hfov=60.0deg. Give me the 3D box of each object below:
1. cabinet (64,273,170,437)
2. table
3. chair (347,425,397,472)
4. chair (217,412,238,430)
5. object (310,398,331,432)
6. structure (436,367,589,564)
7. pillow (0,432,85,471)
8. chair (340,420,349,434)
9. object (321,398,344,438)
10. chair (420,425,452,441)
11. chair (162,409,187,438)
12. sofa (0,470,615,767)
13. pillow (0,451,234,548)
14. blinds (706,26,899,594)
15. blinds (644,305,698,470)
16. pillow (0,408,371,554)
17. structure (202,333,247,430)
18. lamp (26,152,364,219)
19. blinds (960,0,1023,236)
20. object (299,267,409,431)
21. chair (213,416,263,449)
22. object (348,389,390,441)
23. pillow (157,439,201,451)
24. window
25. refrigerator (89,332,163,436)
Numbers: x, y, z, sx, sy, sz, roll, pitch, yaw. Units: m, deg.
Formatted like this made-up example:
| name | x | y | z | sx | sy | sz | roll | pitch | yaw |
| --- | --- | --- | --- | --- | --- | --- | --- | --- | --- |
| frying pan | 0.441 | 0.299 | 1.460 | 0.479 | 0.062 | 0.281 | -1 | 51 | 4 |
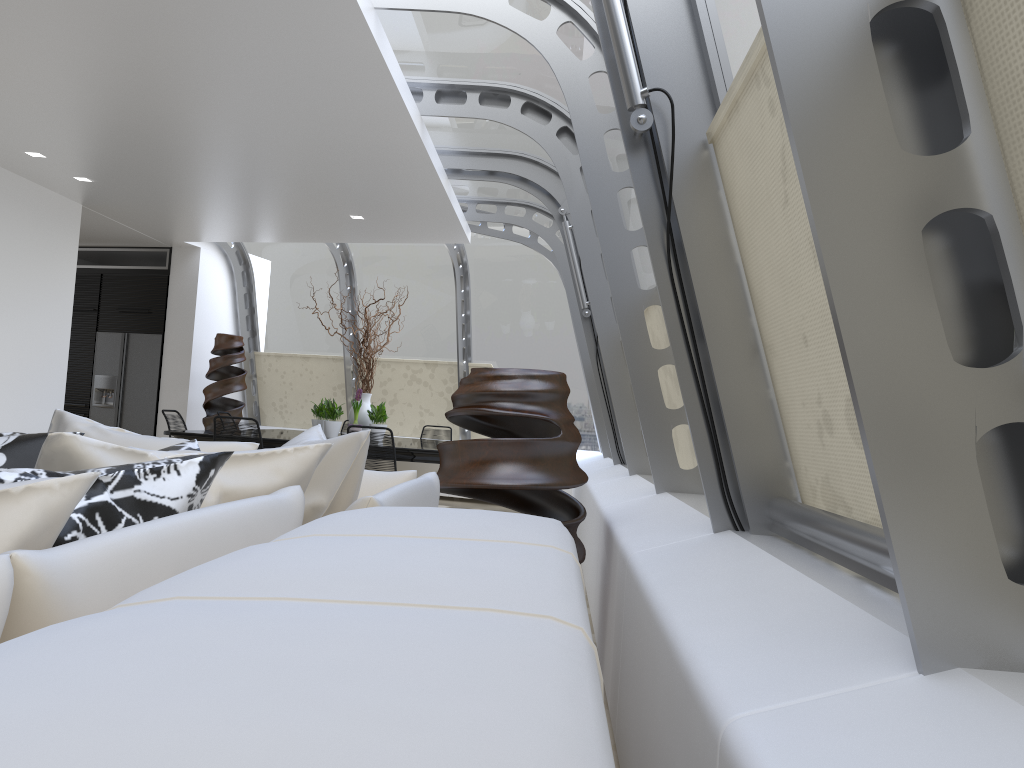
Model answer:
| name | x | y | z | sx | sy | sz | roll | pitch | yaw |
| --- | --- | --- | --- | --- | --- | --- | --- | --- | --- |
| cabinet | -5.319 | -0.118 | 11.705 | 2.252 | 2.558 | 0.831 | 3 | -3 | 17 |
| table | -1.469 | 0.897 | 8.380 | 2.494 | 0.759 | 3.031 | 4 | -2 | 3 |
| chair | -1.039 | 0.580 | 6.777 | 0.446 | 0.519 | 0.688 | 4 | -2 | 3 |
| chair | -2.677 | 0.569 | 9.147 | 0.688 | 0.519 | 0.446 | 4 | -2 | 3 |
| object | -1.841 | 0.315 | 8.586 | 0.215 | 0.369 | 0.284 | 2 | -3 | 41 |
| structure | -0.028 | 0.568 | 3.667 | 0.672 | 1.258 | 0.674 | 5 | -3 | -20 |
| pillow | -1.492 | 0.329 | 2.260 | 0.604 | 0.471 | 0.394 | 3 | -3 | 19 |
| chair | -1.811 | 0.663 | 9.947 | 0.446 | 0.519 | 0.688 | 4 | -2 | 3 |
| object | -1.655 | 0.308 | 8.144 | 0.215 | 0.369 | 0.284 | 2 | -3 | 36 |
| chair | -0.888 | 0.725 | 9.899 | 0.446 | 0.519 | 0.688 | 4 | -2 | 3 |
| chair | -2.739 | 0.510 | 7.873 | 0.688 | 0.519 | 0.446 | 4 | -2 | 3 |
| sofa | -1.541 | 0.525 | 1.070 | 3.257 | 0.866 | 4.169 | 4 | -2 | 3 |
| pillow | -0.765 | 0.318 | 1.284 | 0.382 | 0.467 | 0.608 | 3 | -3 | 22 |
| blinds | 0.700 | -0.167 | 1.982 | 0.387 | 1.214 | 1.376 | 4 | -2 | 3 |
| blinds | 0.870 | 0.071 | 5.038 | 0.329 | 1.027 | 1.430 | 4 | -2 | 3 |
| pillow | -0.895 | 0.302 | 1.392 | 1.656 | 0.530 | 3.322 | 5 | -3 | -27 |
| structure | -3.440 | 0.325 | 10.565 | 0.498 | 1.843 | 0.493 | 3 | -3 | 14 |
| lamp | -6.528 | -2.170 | 4.054 | 9.775 | 0.004 | 9.928 | 4 | -2 | 4 |
| blinds | 0.648 | -0.143 | 0.437 | 0.329 | 1.027 | 1.430 | 4 | -2 | 3 |
| object | -1.565 | -0.264 | 8.482 | 1.031 | 1.549 | 1.135 | 4 | -2 | -5 |
| chair | -2.033 | 0.513 | 6.828 | 0.446 | 0.519 | 0.688 | 4 | -2 | 3 |
| object | -1.305 | 0.287 | 8.261 | 0.417 | 0.476 | 0.238 | 2 | -3 | 31 |
| pillow | -0.873 | 0.373 | 2.033 | 0.405 | 0.483 | 0.599 | 5 | -3 | -28 |
| window | -6.303 | -0.604 | 5.903 | 16.693 | 3.674 | 16.171 | 4 | -2 | 9 |
| refrigerator | -4.857 | 0.234 | 11.233 | 1.006 | 1.742 | 0.234 | 3 | -3 | 16 |
